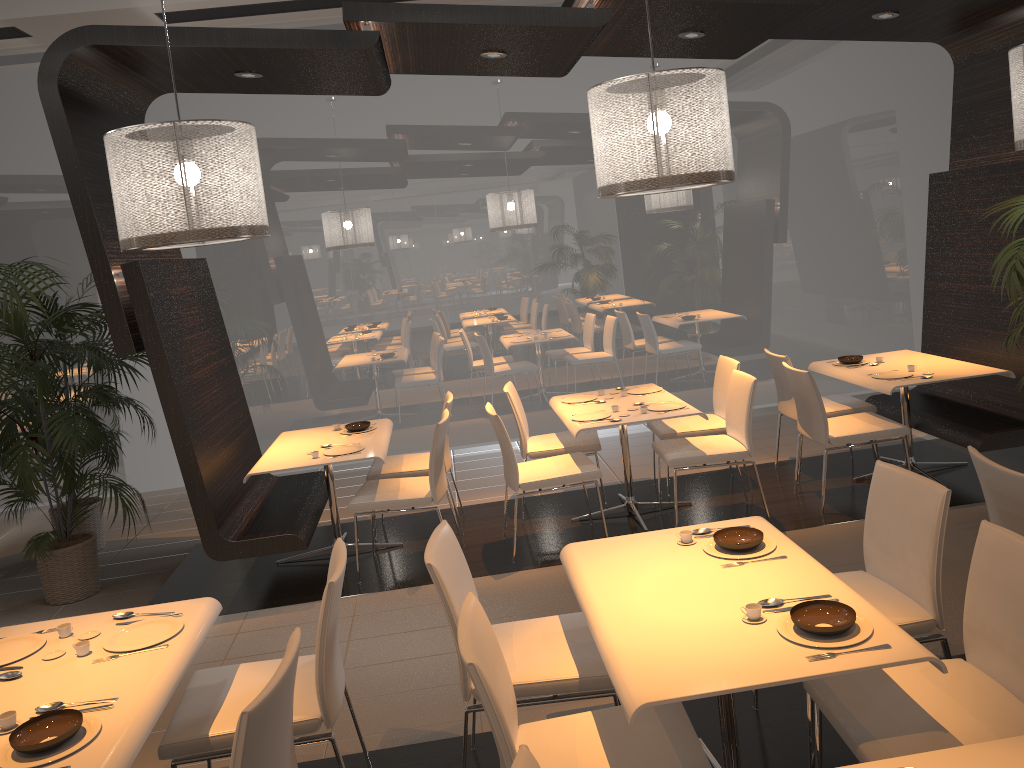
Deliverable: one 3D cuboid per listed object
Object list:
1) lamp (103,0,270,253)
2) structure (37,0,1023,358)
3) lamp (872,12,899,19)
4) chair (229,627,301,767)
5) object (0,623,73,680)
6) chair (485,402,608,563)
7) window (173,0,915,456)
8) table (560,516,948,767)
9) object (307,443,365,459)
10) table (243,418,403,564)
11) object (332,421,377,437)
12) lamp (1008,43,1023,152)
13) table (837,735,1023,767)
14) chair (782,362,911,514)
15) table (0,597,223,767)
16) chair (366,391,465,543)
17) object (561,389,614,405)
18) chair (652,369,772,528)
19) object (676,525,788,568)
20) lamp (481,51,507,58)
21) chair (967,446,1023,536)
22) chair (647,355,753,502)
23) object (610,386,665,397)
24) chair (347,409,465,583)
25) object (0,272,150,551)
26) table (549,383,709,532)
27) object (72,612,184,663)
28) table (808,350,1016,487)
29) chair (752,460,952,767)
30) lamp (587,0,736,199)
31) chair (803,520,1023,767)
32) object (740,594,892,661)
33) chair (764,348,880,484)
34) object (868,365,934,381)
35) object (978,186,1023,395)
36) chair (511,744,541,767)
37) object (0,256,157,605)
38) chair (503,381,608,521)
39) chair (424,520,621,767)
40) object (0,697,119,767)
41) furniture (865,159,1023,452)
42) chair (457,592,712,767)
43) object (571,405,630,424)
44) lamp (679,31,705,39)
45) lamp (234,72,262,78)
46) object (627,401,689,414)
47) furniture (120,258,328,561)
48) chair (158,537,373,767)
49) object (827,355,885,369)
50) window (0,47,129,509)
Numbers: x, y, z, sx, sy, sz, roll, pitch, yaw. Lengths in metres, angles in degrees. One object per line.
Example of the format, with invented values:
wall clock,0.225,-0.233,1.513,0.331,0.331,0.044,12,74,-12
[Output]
lamp,-1.506,-1.568,3.840,0.625,1.918,0.632,-5,6,23
structure,0.491,-1.452,5.542,5.937,1.717,1.412,-7,7,-5
lamp,2.389,-2.373,5.658,0.161,0.055,0.162,-8,9,-10
chair,-0.804,1.154,2.234,0.605,0.868,0.488,-6,6,3
object,-1.573,0.844,2.790,0.335,0.037,0.379,-8,9,-10
chair,0.195,0.537,5.330,0.606,0.868,0.487,-8,6,-7
window,0.443,-1.486,7.830,6.583,3.955,0.070,-7,5,-5
table,0.782,0.961,2.726,1.053,0.720,1.156,-7,8,-4
object,-1.054,0.382,5.276,0.336,0.037,0.379,-9,9,-15
table,-1.131,0.727,5.578,0.801,0.720,1.156,-7,8,-4
object,-1.046,0.285,5.850,0.304,0.044,0.368,-8,9,-5
lamp,2.675,-2.117,4.185,0.625,1.918,0.632,-4,6,27
table,0.802,1.200,1.230,0.801,0.720,1.156,-7,8,-4
chair,2.069,0.287,5.509,0.605,0.868,0.487,-7,6,-2
table,-1.323,1.238,2.548,0.801,0.720,1.156,-7,8,-4
chair,-0.642,0.545,5.893,0.605,0.868,0.487,-7,6,-2
object,0.507,0.090,5.943,0.335,0.037,0.379,-8,9,-10
chair,1.206,0.399,5.428,0.605,0.864,0.487,-7,6,-2
object,0.735,0.532,3.015,0.304,0.044,0.368,-8,9,-5
lamp,-0.114,-2.044,5.451,0.161,0.055,0.162,-8,9,-10
chair,2.041,0.669,3.158,0.605,0.868,0.488,-6,6,3
chair,1.272,0.290,6.069,0.605,0.868,0.487,-7,6,-2
object,0.845,0.033,6.050,0.336,0.037,0.379,-9,9,-15
chair,-0.628,0.643,5.258,0.605,0.864,0.488,-6,6,3
object,-3.121,0.169,6.312,1.517,2.046,1.560,-13,9,-42
table,0.738,0.484,5.721,0.801,0.720,1.156,-7,8,-4
object,-1.240,0.792,2.869,0.336,0.037,0.379,-9,9,-15
table,2.620,0.237,5.869,0.801,0.720,1.156,-7,8,-4
chair,1.183,0.778,3.095,0.606,0.864,0.487,-8,6,-7
lamp,0.600,-1.844,4.014,0.625,1.918,0.632,-5,6,23
chair,1.176,0.891,2.401,0.605,0.864,0.487,-7,6,-2
object,0.794,0.629,2.370,0.304,0.044,0.368,-8,9,-5
chair,2.135,0.173,6.150,0.605,0.864,0.487,-7,6,-2
object,2.438,-0.068,5.511,0.335,0.037,0.379,-8,9,-10
object,3.193,-0.276,4.446,1.503,2.046,1.575,-6,6,9
chair,0.330,1.134,1.525,0.605,0.868,0.488,-6,6,3
object,-2.805,0.302,5.254,1.564,2.046,1.514,-8,6,-11
chair,0.292,0.411,6.021,0.605,0.864,0.488,-6,6,3
chair,0.063,0.924,3.009,0.605,0.864,0.488,-6,6,3
object,-1.201,0.884,2.250,0.304,0.044,0.368,-8,9,-5
furniture,2.943,-0.576,5.831,0.758,1.664,1.412,-7,7,-4
chair,0.208,1.018,2.336,0.605,0.868,0.487,-7,6,-2
object,0.533,0.185,5.336,0.335,0.037,0.379,-8,9,-10
lamp,1.127,-2.207,5.554,0.161,0.055,0.162,-8,9,-10
lamp,-1.590,-1.877,5.327,0.160,0.054,0.162,-7,9,1
object,0.886,0.127,5.438,0.336,0.037,0.379,-9,9,-15
furniture,-1.659,0.029,5.450,0.758,1.664,1.412,-7,7,-4
chair,-0.797,1.039,2.927,0.606,0.864,0.487,-8,6,-7
object,2.387,-0.164,6.125,0.304,0.044,0.368,-8,9,-5
window,-6.678,-0.550,7.241,6.583,3.955,0.070,-7,5,-5
